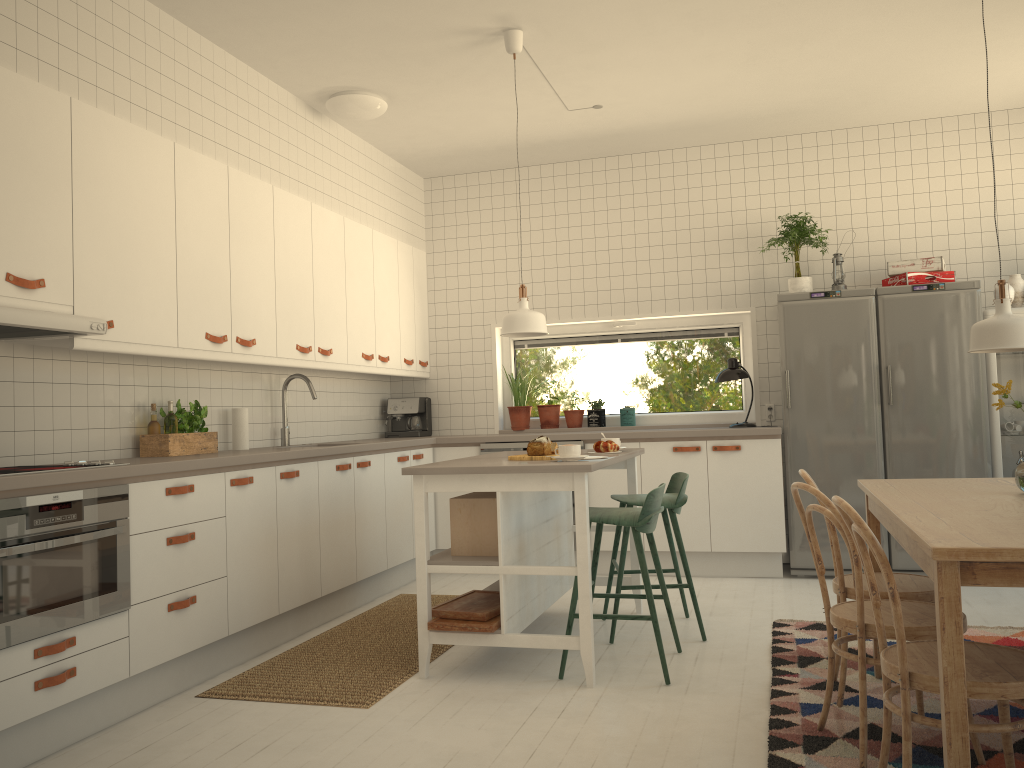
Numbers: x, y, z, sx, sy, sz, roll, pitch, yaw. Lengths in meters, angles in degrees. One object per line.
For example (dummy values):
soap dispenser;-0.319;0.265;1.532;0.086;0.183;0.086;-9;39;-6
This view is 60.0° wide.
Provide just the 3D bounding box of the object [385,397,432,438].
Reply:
object;-0.794;0.249;6.573;0.316;0.292;0.279;-3;-2;18

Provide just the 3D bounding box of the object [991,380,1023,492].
object;1.651;0.152;2.801;0.145;0.389;0.206;-1;-3;-21

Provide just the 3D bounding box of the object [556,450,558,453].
object;0.172;0.311;4.060;0.077;0.017;0.068;-3;-2;25

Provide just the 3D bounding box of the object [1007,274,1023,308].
object;3.017;-0.550;5.307;0.102;0.206;0.102;-2;-2;0

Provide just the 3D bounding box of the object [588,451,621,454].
object;0.451;0.334;4.310;0.167;0.005;0.167;-2;-2;12

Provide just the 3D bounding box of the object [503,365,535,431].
object;0.068;0.094;6.581;0.300;0.499;0.333;-2;-2;0

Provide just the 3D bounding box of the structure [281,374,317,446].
structure;-1.242;0.149;5.156;0.236;0.421;0.063;-3;-3;24

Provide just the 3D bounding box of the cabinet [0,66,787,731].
cabinet;-0.259;-0.031;4.084;2.852;2.160;4.843;-3;-2;17

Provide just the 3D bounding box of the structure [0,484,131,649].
structure;-1.790;0.592;2.973;0.704;0.447;0.682;-3;-2;17

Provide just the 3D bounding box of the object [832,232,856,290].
object;2.070;-0.765;5.568;0.163;0.383;0.154;-4;-3;39

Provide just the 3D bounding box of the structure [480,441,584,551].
structure;0.229;0.750;6.166;0.705;0.710;0.704;-3;-2;17

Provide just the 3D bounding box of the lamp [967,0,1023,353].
lamp;1.636;-0.909;3.024;0.229;1.596;0.229;-1;-3;-28

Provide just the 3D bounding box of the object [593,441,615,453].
object;0.435;0.305;4.306;0.070;0.060;0.131;0;-3;-35

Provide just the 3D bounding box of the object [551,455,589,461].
object;0.244;0.313;3.720;0.160;0.020;0.160;-1;-2;-18

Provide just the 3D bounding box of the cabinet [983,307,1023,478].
cabinet;3.247;0.341;5.280;0.789;1.593;0.453;-3;-3;17

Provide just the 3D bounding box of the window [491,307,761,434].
window;0.807;-0.074;6.439;1.898;0.816;0.293;-3;-3;17

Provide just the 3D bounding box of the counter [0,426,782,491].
counter;-0.244;0.366;4.066;2.856;0.163;4.843;-3;-2;17

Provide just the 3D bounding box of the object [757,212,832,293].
object;1.827;-0.836;5.637;0.474;0.545;0.468;-3;-3;30

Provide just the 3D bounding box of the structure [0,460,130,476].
structure;-1.754;0.306;2.964;0.504;0.057;0.763;-3;-2;17

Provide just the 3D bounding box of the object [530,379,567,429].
object;0.273;0.147;6.533;0.258;0.370;0.234;-3;-3;28

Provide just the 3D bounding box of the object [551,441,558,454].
object;0.164;0.288;4.003;0.083;0.057;0.072;-3;-2;23

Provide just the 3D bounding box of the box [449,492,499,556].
box;-0.096;0.605;3.890;0.237;0.242;0.357;-3;-2;17

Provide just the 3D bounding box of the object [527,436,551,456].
object;0.119;0.274;3.933;0.086;0.087;0.090;-3;-2;24

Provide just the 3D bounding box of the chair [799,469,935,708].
chair;1.305;0.709;3.193;0.483;0.811;0.385;-3;-3;19

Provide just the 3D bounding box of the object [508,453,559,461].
object;0.145;0.327;3.995;0.237;0.019;0.306;-3;-2;33

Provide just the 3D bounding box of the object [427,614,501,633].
object;-0.146;0.979;3.751;0.280;0.030;0.430;-3;-2;17

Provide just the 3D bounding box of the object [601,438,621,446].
object;0.499;0.305;4.486;0.094;0.060;0.098;-3;-2;14

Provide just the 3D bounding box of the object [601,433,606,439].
object;0.484;0.290;4.504;0.028;0.086;0.102;0;-3;-33

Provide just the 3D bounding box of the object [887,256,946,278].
object;2.519;-0.716;5.520;0.312;0.082;0.308;-3;-2;29

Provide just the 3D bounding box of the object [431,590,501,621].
object;-0.142;0.952;3.829;0.280;0.030;0.430;-3;-2;25

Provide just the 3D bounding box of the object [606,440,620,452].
object;0.486;0.304;4.325;0.060;0.059;0.074;-1;-2;-14

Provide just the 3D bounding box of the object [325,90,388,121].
object;-0.889;-1.577;5.080;0.351;0.101;0.351;-1;-2;-31

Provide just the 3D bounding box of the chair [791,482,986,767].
chair;1.127;0.698;2.714;0.483;0.811;0.385;-2;-2;-1

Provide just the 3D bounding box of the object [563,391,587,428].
object;0.462;0.187;6.451;0.194;0.277;0.176;-1;-2;-17

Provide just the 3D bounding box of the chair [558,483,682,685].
chair;0.451;0.803;3.725;0.446;0.752;0.485;-3;-2;16

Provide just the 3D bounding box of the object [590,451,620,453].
object;0.451;0.332;4.314;0.122;0.005;0.120;-3;-3;35

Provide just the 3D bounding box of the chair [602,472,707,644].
chair;0.662;0.816;4.306;0.446;0.752;0.485;-2;-2;2

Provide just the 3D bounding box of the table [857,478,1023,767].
table;1.569;0.715;2.554;0.894;0.749;1.797;-3;-2;17

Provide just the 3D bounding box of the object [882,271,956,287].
object;2.523;-0.634;5.513;0.309;0.082;0.312;-2;-2;-4

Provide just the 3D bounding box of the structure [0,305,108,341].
structure;-1.813;-0.216;3.010;0.482;0.073;0.681;-3;-2;17

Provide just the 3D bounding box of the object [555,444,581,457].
object;0.240;0.285;3.721;0.098;0.064;0.094;-1;-2;-25

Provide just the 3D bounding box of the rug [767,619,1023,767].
rug;1.704;1.088;2.734;1.748;0.035;3.024;-3;-2;17

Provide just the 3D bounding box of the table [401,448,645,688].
table;0.145;0.776;4.189;0.794;0.864;1.423;-3;-2;17

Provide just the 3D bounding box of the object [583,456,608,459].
object;0.336;0.322;3.864;0.167;0.005;0.167;-2;-2;12

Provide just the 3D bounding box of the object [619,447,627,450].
object;0.499;0.331;4.482;0.160;0.020;0.160;-2;-2;13

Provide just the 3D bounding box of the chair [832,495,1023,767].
chair;1.072;0.681;2.206;0.483;0.811;0.385;-3;-2;14

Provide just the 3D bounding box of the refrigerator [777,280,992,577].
refrigerator;2.301;0.308;5.555;1.146;1.778;0.559;-3;-3;17

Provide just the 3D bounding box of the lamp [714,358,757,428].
lamp;1.480;0.057;5.913;0.262;0.466;0.239;0;-3;-45

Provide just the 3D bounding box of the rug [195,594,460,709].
rug;-0.603;1.239;4.338;0.750;0.004;1.999;-3;-2;17

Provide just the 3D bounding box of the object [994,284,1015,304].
object;3.245;-0.009;4.941;0.943;1.208;0.261;-3;-3;32

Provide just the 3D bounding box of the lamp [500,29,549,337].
lamp;0.033;-0.976;4.224;0.229;1.491;0.229;-3;-3;17
